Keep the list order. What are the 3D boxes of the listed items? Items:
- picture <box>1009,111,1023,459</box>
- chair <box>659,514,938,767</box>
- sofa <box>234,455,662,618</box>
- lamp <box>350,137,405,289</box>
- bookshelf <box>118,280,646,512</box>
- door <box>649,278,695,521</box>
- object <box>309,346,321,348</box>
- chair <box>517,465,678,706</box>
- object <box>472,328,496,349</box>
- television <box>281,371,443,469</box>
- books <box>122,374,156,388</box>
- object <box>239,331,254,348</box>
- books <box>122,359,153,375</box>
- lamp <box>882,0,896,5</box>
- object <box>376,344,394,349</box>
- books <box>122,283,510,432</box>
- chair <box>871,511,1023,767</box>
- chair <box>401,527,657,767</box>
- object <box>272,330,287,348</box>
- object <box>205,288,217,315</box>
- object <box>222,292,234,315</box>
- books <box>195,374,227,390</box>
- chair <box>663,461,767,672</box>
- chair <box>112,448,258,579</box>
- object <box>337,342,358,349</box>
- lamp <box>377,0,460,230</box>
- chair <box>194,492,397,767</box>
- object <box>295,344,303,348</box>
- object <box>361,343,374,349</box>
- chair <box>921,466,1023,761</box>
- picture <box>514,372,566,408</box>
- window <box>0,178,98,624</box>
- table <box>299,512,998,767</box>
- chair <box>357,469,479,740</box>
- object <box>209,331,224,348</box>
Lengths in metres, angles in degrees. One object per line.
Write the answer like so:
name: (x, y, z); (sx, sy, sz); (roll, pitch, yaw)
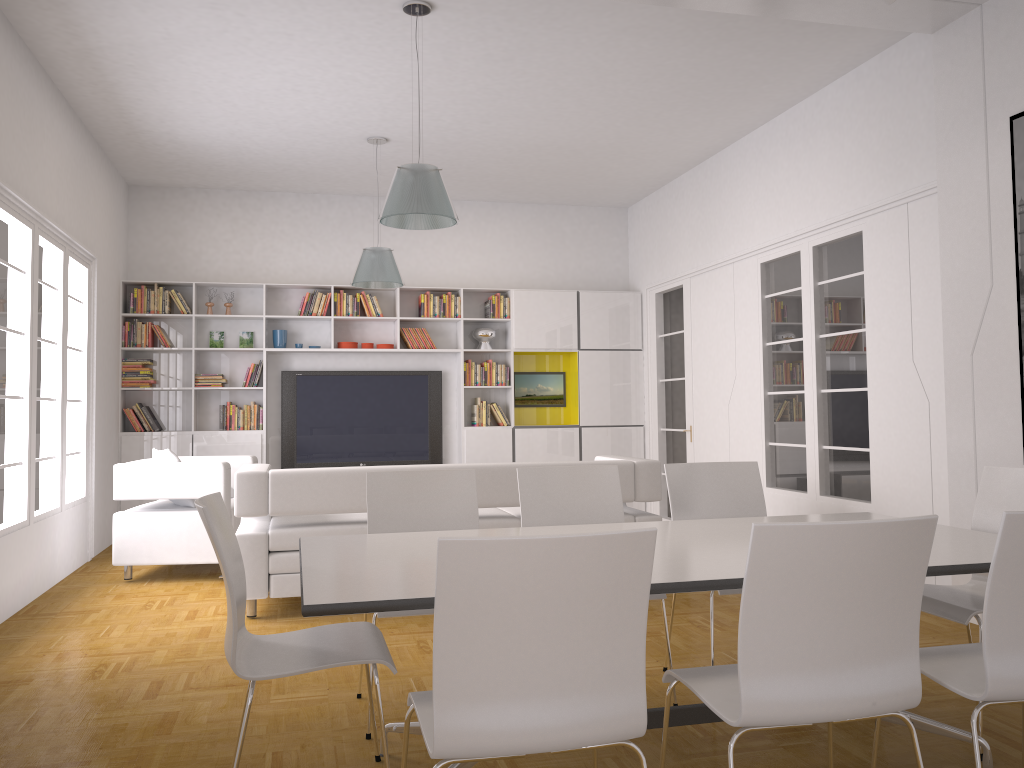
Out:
picture: (2.657, -0.494, 4.126); (0.013, 1.782, 0.786); (0, -3, -14)
chair: (0.710, 0.778, 2.220); (0.561, 0.932, 0.575); (0, -3, -14)
sofa: (-0.403, 0.925, 5.746); (2.622, 0.849, 0.821); (0, -2, -14)
lamp: (-1.142, -1.459, 7.520); (0.464, 1.251, 0.464); (0, -3, -14)
bookshelf: (-1.195, 0.235, 9.293); (5.365, 2.482, 0.389); (0, -3, -14)
door: (1.644, 0.207, 9.045); (0.139, 2.457, 1.008); (0, -3, -14)
object: (-2.021, -0.369, 9.082); (0.124, 0.032, 0.123); (0, -2, -28)
chair: (0.313, 0.828, 3.724); (0.561, 0.932, 0.575); (0, -3, -14)
object: (-0.296, -0.476, 9.519); (0.256, 0.239, 0.256); (0, -2, -6)
television: (-1.554, 0.407, 9.262); (1.660, 1.089, 0.082); (0, -3, -14)
books: (-3.650, -0.016, 8.683); (0.284, 0.153, 0.207); (0, -2, -14)
object: (-2.708, -0.443, 9.041); (0.144, 0.190, 0.051); (0, -3, -14)
books: (-3.667, -0.165, 8.687); (0.252, 0.153, 0.207); (0, -2, -14)
lamp: (1.692, -1.869, 3.943); (0.173, 0.365, 0.167); (-2, -3, 29)
object: (-1.323, -0.384, 9.247); (0.182, 0.054, 0.182); (0, -2, -17)
books: (-1.914, -0.263, 9.108); (3.862, 1.457, 0.235); (0, -3, -14)
chair: (1.352, 0.775, 2.378); (0.561, 0.932, 0.575); (0, -3, -14)
chair: (0.029, 0.781, 2.053); (0.561, 0.932, 0.575); (0, -3, -14)
object: (-2.357, -0.448, 9.004); (0.147, 0.193, 0.147); (0, -3, -25)
object: (-3.010, -0.816, 8.900); (0.120, 0.279, 0.179); (0, -3, -8)
object: (-2.898, -0.806, 8.945); (0.179, 0.260, 0.119); (-1, -3, 7)
books: (-3.000, -0.019, 8.842); (0.284, 0.153, 0.207); (0, -2, -14)
chair: (0.994, 0.825, 3.891); (0.561, 0.932, 0.575); (0, -3, -14)
chair: (-2.451, 0.936, 6.793); (0.801, 0.912, 1.095); (-1, -2, -4)
object: (-1.701, -0.392, 9.174); (0.210, 0.073, 0.211); (1, -2, -39)
lamp: (-0.537, -1.541, 5.053); (0.464, 1.251, 0.464); (0, -3, -14)
chair: (-0.663, 0.809, 2.701); (0.575, 0.932, 0.560); (0, -3, -14)
object: (-2.173, -0.381, 9.046); (0.078, 0.056, 0.078); (-1, -2, 11)
object: (-1.503, -0.386, 9.223); (0.128, 0.073, 0.129); (0, -2, -17)
chair: (1.752, 0.791, 3.294); (0.575, 0.932, 0.560); (0, -3, -14)
picture: (0.301, 0.062, 9.775); (0.609, 0.388, 0.007); (0, -3, -14)
window: (-3.131, 0.125, 5.684); (0.195, 2.530, 3.347); (0, -2, -14)
table: (0.529, 0.903, 2.970); (2.411, 0.723, 1.210); (0, -2, -14)
chair: (-0.329, 0.831, 3.566); (0.561, 0.932, 0.575); (0, -3, -14)
object: (-2.988, -0.442, 8.972); (0.144, 0.190, 0.051); (0, -3, -14)
